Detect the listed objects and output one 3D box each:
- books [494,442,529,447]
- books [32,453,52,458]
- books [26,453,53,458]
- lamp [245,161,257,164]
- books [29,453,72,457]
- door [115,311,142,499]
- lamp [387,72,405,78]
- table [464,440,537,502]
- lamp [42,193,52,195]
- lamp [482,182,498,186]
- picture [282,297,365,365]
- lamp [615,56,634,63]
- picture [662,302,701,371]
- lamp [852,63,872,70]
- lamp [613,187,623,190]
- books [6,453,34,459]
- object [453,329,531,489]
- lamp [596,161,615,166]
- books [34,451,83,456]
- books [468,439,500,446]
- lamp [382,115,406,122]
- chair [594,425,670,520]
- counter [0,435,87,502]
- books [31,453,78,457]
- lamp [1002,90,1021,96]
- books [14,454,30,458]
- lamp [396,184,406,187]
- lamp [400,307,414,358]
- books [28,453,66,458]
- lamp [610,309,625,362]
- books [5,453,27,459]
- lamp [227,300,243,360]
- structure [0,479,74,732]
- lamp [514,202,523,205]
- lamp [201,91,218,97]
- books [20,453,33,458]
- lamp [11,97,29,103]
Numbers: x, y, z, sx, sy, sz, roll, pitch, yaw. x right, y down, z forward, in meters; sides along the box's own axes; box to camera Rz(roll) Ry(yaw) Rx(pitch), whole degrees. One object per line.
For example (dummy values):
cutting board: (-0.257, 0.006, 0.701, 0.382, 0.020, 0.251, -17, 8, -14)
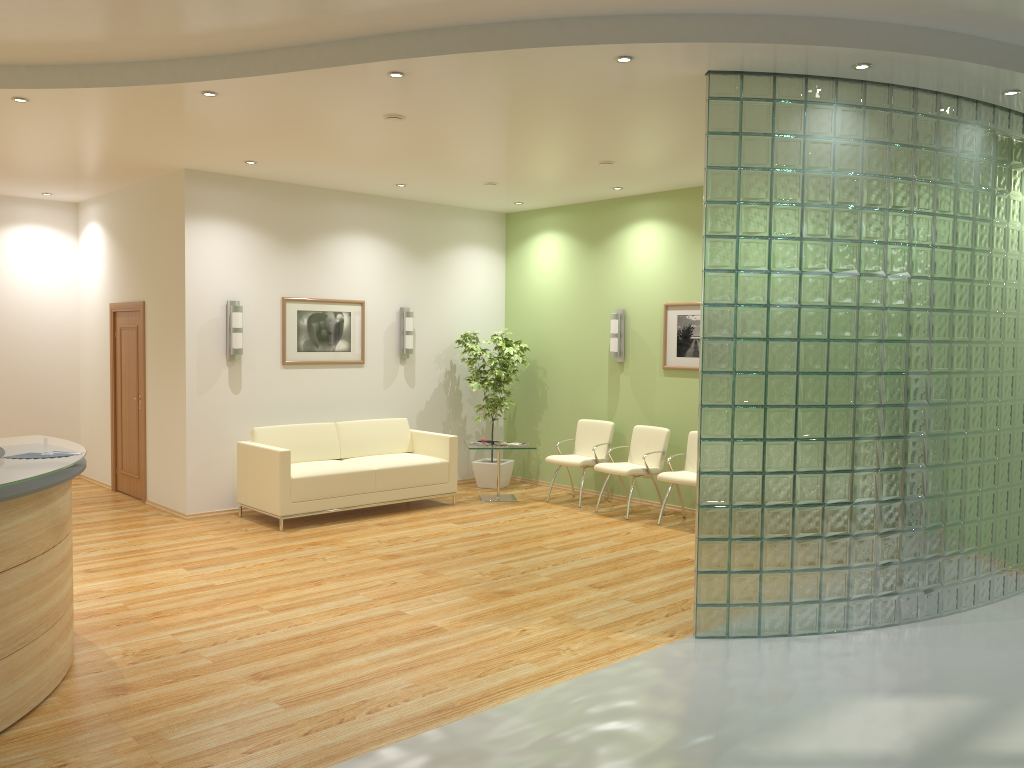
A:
books: (-0.002, 0.653, 9.767, 0.328, 0.031, 0.230, 2, 3, 23)
books: (-2.456, 0.376, 4.716, 0.210, 0.004, 0.150, 3, 4, 42)
books: (-2.485, 0.377, 4.694, 0.150, 0.004, 0.210, -1, 3, -28)
lamp: (-2.366, -2.005, 8.031, 0.105, 0.011, 0.105, 0, 3, -9)
books: (-2.445, 0.375, 4.731, 0.210, 0.004, 0.150, 3, 4, 32)
door: (-4.170, 0.215, 9.642, 0.098, 2.001, 0.823, -2, 4, -42)
lamp: (-0.691, -1.840, 5.286, 0.105, 0.011, 0.105, 2, 3, 17)
table: (-0.146, 0.970, 9.860, 0.736, 0.614, 0.736, 0, 3, -8)
lamp: (-5.259, -2.147, 10.025, 0.105, 0.011, 0.105, 2, 3, 15)
lamp: (-0.220, -2.022, 9.002, 0.167, 0.024, 0.167, 1, 3, 8)
picture: (-1.995, -0.559, 9.472, 1.000, 0.700, 0.025, -2, 4, -42)
lamp: (0.624, -1.805, 4.938, 0.105, 0.011, 0.105, -1, 3, -27)
picture: (1.935, -0.484, 9.005, 0.025, 0.700, 1.000, -2, 4, -42)
lamp: (1.977, -1.791, 5.008, 0.105, 0.011, 0.105, -1, 3, -25)
lamp: (1.092, -2.020, 9.168, 0.105, 0.011, 0.105, 2, 3, 28)
books: (-2.538, 0.377, 4.682, 0.150, 0.004, 0.210, 1, 3, 2)
object: (-0.235, 0.289, 10.546, 0.943, 1.900, 0.668, -1, 4, -34)
lamp: (0.828, -1.949, 7.860, 0.167, 0.024, 0.167, 1, 3, 8)
books: (-2.431, 0.374, 4.765, 0.210, 0.004, 0.150, 1, 3, 12)
books: (-0.302, 0.646, 9.838, 0.230, 0.031, 0.328, 2, 3, 28)
lamp: (-0.842, -1.890, 6.330, 0.167, 0.024, 0.167, 1, 3, -3)
chair: (1.241, 0.891, 9.148, 0.650, 0.881, 0.536, -2, 4, -37)
counter: (-3.226, 0.465, 3.601, 1.837, 0.078, 3.674, 3, 4, 32)
books: (-2.436, 0.374, 4.747, 0.210, 0.004, 0.150, 2, 3, 22)
lamp: (3.093, -1.802, 5.494, 0.105, 0.011, 0.105, 0, 3, -14)
books: (-2.519, 0.377, 4.683, 0.150, 0.004, 0.210, 0, 3, -8)
lamp: (-1.144, -2.048, 9.151, 0.105, 0.011, 0.105, 0, 3, -9)
lamp: (-1.197, -0.583, 10.124, 0.134, 0.580, 0.142, -2, 4, -42)
books: (-2.469, 0.376, 4.704, 0.150, 0.004, 0.210, -2, 4, -37)
lamp: (1.154, -0.534, 9.768, 0.142, 0.580, 0.134, -2, 4, -42)
books: (-2.556, 0.377, 4.685, 0.150, 0.004, 0.210, 1, 3, 12)
lamp: (-2.721, -0.530, 8.728, 0.134, 0.580, 0.142, -2, 4, -42)
structure: (-3.233, 1.028, 3.630, 1.837, 1.049, 3.673, 3, 4, 32)
lamp: (0.078, -2.091, 10.271, 0.105, 0.011, 0.105, 0, 3, -17)
lamp: (-1.966, -1.881, 5.763, 0.105, 0.011, 0.105, 1, 3, 5)
books: (-2.502, 0.377, 4.687, 0.150, 0.004, 0.210, 0, 3, -18)
lamp: (-3.309, -1.909, 5.968, 0.105, 0.011, 0.105, 2, 3, 26)
